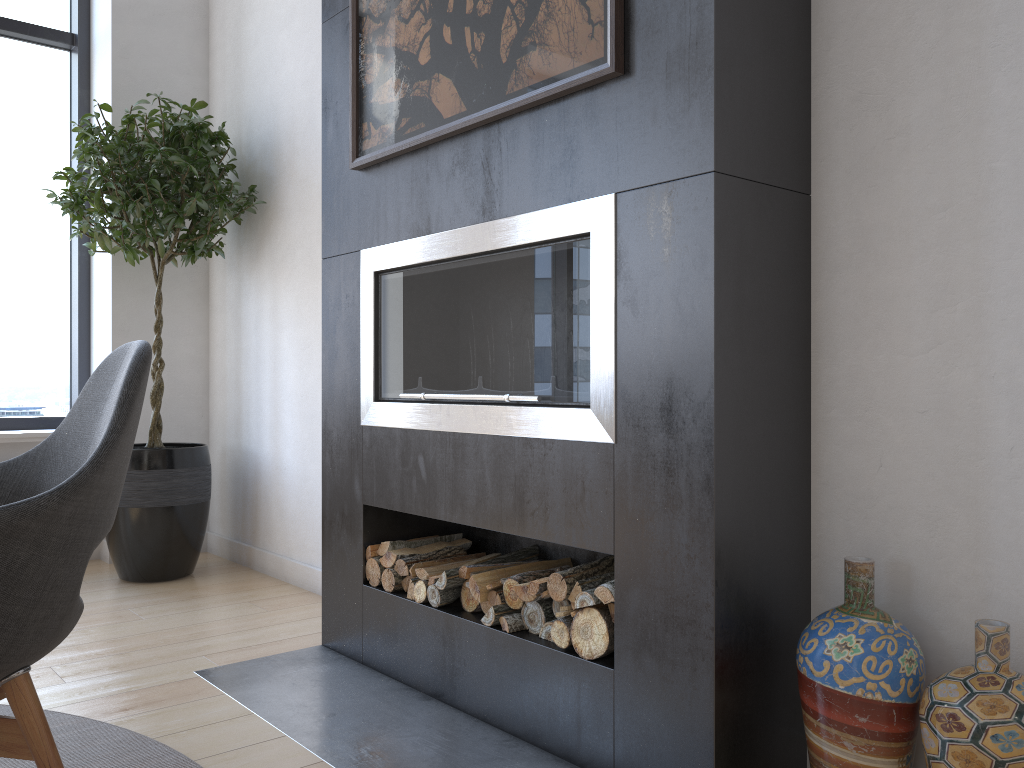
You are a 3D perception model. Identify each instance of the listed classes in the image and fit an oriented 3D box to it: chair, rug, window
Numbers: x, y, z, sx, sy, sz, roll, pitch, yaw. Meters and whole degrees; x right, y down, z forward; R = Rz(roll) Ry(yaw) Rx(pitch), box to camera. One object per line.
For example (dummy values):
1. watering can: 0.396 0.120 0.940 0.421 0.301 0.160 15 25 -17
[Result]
1. chair: -0.913 0.368 1.424 0.619 0.891 0.655 0 0 -33
2. rug: -1.564 0.812 1.016 2.499 0.010 2.499 0 0 23
3. window: -2.589 -0.987 3.931 1.310 2.402 0.170 0 0 -40

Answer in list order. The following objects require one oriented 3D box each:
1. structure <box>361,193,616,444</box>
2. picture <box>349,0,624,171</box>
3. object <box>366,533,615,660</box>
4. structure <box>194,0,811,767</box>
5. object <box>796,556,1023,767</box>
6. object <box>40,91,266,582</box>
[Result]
1. structure: -0.013 -0.205 2.274 0.295 0.651 1.010 0 0 -40
2. picture: -0.124 -1.119 2.181 0.026 0.990 1.056 0 0 -40
3. object: 0.020 0.499 2.305 0.363 0.195 1.005 0 0 -41
4. structure: -0.144 -2.359 2.162 0.722 6.351 1.500 0 0 -40
5. object: 0.707 0.567 1.528 0.219 0.501 0.442 0 0 -44
6. object: -1.495 -0.203 3.701 0.813 2.019 0.801 0 0 -36
